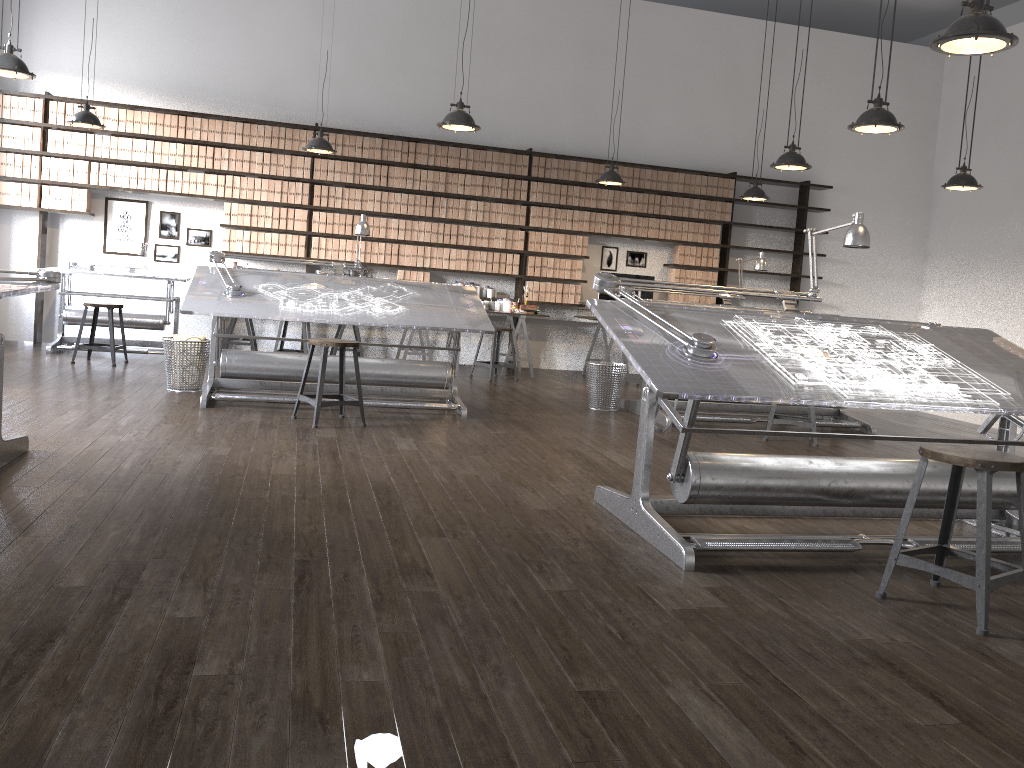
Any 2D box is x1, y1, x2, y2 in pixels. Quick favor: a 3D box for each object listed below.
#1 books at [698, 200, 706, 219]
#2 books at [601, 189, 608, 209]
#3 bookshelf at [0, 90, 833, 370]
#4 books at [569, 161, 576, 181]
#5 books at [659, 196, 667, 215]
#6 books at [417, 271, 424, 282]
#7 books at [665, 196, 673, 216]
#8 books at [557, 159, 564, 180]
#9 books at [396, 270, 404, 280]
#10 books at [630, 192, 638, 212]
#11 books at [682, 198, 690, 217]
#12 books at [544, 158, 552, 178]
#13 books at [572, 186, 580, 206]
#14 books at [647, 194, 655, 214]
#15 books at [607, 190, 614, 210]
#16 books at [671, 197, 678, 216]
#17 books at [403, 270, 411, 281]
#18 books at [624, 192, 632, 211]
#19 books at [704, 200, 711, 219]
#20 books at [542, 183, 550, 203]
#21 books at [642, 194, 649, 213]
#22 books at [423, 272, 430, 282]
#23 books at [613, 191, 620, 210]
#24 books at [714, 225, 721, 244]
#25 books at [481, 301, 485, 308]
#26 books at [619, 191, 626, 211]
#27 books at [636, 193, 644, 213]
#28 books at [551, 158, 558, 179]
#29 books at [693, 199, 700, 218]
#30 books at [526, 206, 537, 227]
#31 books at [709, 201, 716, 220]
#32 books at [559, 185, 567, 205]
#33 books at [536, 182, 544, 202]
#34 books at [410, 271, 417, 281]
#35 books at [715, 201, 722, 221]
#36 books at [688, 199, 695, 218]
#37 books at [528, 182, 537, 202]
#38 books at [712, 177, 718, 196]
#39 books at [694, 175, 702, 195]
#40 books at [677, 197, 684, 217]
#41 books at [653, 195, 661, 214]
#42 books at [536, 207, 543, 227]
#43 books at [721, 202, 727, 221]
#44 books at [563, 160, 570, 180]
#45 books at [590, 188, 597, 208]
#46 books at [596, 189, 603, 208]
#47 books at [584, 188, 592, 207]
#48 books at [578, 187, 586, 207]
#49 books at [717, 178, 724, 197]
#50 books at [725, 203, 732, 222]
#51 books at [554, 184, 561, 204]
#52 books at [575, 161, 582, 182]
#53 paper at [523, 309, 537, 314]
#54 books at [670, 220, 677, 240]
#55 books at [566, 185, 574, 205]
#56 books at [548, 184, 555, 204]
[{"bbox_3d":[2.191,-2.037,10.372,0.067,0.225,0.175,4,5,-14],"label":"books"},{"bbox_3d":[1.029,-2.096,10.090,0.066,0.225,0.175,4,5,-14],"label":"books"},{"bbox_3d":[-0.753,-1.083,9.829,9.169,3.198,0.375,3,4,-14],"label":"bookshelf"},{"bbox_3d":[0.659,-2.391,9.975,0.067,0.225,0.175,4,5,-14],"label":"books"},{"bbox_3d":[1.722,-2.061,10.263,0.066,0.225,0.175,4,5,-14],"label":"books"},{"bbox_3d":[-1.016,-1.115,9.673,0.066,0.225,0.175,4,5,-14],"label":"books"},{"bbox_3d":[1.792,-2.057,10.275,0.066,0.225,0.175,4,5,-14],"label":"books"},{"bbox_3d":[0.523,-2.399,9.948,0.066,0.225,0.175,4,5,-14],"label":"books"},{"bbox_3d":[-1.218,-1.125,9.622,0.067,0.225,0.175,4,5,-14],"label":"books"},{"bbox_3d":[1.374,-2.078,10.171,0.066,0.225,0.175,4,5,-14],"label":"books"},{"bbox_3d":[1.995,-2.047,10.323,0.067,0.225,0.175,4,5,-14],"label":"books"},{"bbox_3d":[0.386,-2.406,9.915,0.066,0.225,0.175,4,5,-14],"label":"books"},{"bbox_3d":[0.701,-2.113,10.008,0.066,0.225,0.175,4,5,-14],"label":"books"},{"bbox_3d":[1.577,-2.069,10.227,0.066,0.225,0.175,4,5,-14],"label":"books"},{"bbox_3d":[1.100,-2.093,10.105,0.067,0.225,0.175,4,5,-14],"label":"books"},{"bbox_3d":[1.859,-2.054,10.296,0.066,0.225,0.175,4,5,-14],"label":"books"},{"bbox_3d":[-1.155,-1.123,9.644,0.066,0.225,0.175,4,5,-14],"label":"books"},{"bbox_3d":[1.303,-2.082,10.157,0.066,0.225,0.175,4,5,-14],"label":"books"},{"bbox_3d":[2.258,-2.034,10.392,0.066,0.225,0.175,4,5,-14],"label":"books"},{"bbox_3d":[0.363,-2.130,9.924,0.067,0.225,0.175,4,5,-14],"label":"books"},{"bbox_3d":[1.504,-2.072,10.207,0.066,0.225,0.175,4,5,-14],"label":"books"},{"bbox_3d":[-0.948,-1.112,9.695,0.066,0.225,0.175,4,5,-14],"label":"books"},{"bbox_3d":[1.167,-2.090,10.126,0.066,0.225,0.175,4,5,-14],"label":"books"},{"bbox_3d":[2.386,-1.759,10.441,0.066,0.225,0.175,4,5,-14],"label":"books"},{"bbox_3d":[-0.438,-0.872,9.501,0.294,0.147,0.387,3,6,-14],"label":"books"},{"bbox_3d":[1.234,-2.086,10.144,0.066,0.225,0.175,4,5,-14],"label":"books"},{"bbox_3d":[1.444,-2.075,10.188,0.067,0.225,0.175,4,5,-14],"label":"books"},{"bbox_3d":[0.456,-2.402,9.927,0.066,0.225,0.175,4,5,-14],"label":"books"},{"bbox_3d":[2.120,-2.041,10.356,0.066,0.225,0.175,4,5,-14],"label":"books"},{"bbox_3d":[0.222,-1.870,9.915,0.066,0.225,0.175,4,5,-14],"label":"books"},{"bbox_3d":[2.325,-2.031,10.410,0.066,0.225,0.175,4,5,-14],"label":"books"},{"bbox_3d":[0.559,-2.120,9.973,0.067,0.225,0.175,4,5,-14],"label":"books"},{"bbox_3d":[0.293,-2.134,9.907,0.066,0.225,0.175,4,5,-14],"label":"books"},{"bbox_3d":[-1.086,-1.119,9.660,0.066,0.225,0.175,4,5,-14],"label":"books"},{"bbox_3d":[2.394,-2.026,10.420,0.067,0.225,0.175,4,5,-14],"label":"books"},{"bbox_3d":[2.059,-2.044,10.343,0.066,0.225,0.175,4,5,-14],"label":"books"},{"bbox_3d":[0.222,-2.138,9.893,0.066,0.225,0.175,4,5,-14],"label":"books"},{"bbox_3d":[2.340,-2.306,10.390,0.066,0.225,0.175,4,5,-14],"label":"books"},{"bbox_3d":[2.139,-2.316,10.340,0.066,0.225,0.175,4,5,-14],"label":"books"},{"bbox_3d":[1.928,-2.051,10.312,0.066,0.225,0.175,4,5,-14],"label":"books"},{"bbox_3d":[1.650,-2.064,10.239,0.067,0.225,0.175,4,5,-14],"label":"books"},{"bbox_3d":[0.284,-1.866,9.925,0.067,0.225,0.175,4,5,-14],"label":"books"},{"bbox_3d":[2.458,-2.024,10.441,0.066,0.225,0.175,4,5,-14],"label":"books"},{"bbox_3d":[0.592,-2.395,9.965,0.066,0.225,0.175,4,5,-14],"label":"books"},{"bbox_3d":[0.904,-2.102,10.056,0.067,0.225,0.175,4,5,-14],"label":"books"},{"bbox_3d":[0.968,-2.100,10.077,0.066,0.225,0.175,4,5,-14],"label":"books"},{"bbox_3d":[0.837,-2.107,10.046,0.066,0.225,0.175,4,5,-14],"label":"books"},{"bbox_3d":[0.768,-2.110,10.029,0.066,0.225,0.175,4,5,-14],"label":"books"},{"bbox_3d":[2.412,-2.302,10.408,0.066,0.225,0.175,4,5,-14],"label":"books"},{"bbox_3d":[2.519,-2.020,10.454,0.066,0.225,0.175,4,5,-14],"label":"books"},{"bbox_3d":[0.486,-2.125,9.961,0.066,0.225,0.175,4,5,-14],"label":"books"},{"bbox_3d":[0.723,-2.389,9.995,0.066,0.225,0.175,4,5,-14],"label":"books"},{"bbox_3d":[0.197,-0.779,9.552,0.155,0.038,0.138,5,6,1],"label":"paper"},{"bbox_3d":[1.850,-1.787,10.315,0.066,0.225,0.175,4,5,-14],"label":"books"},{"bbox_3d":[0.631,-2.117,9.996,0.066,0.225,0.175,4,5,-14],"label":"books"},{"bbox_3d":[0.423,-2.128,9.943,0.066,0.225,0.175,4,5,-14],"label":"books"}]
